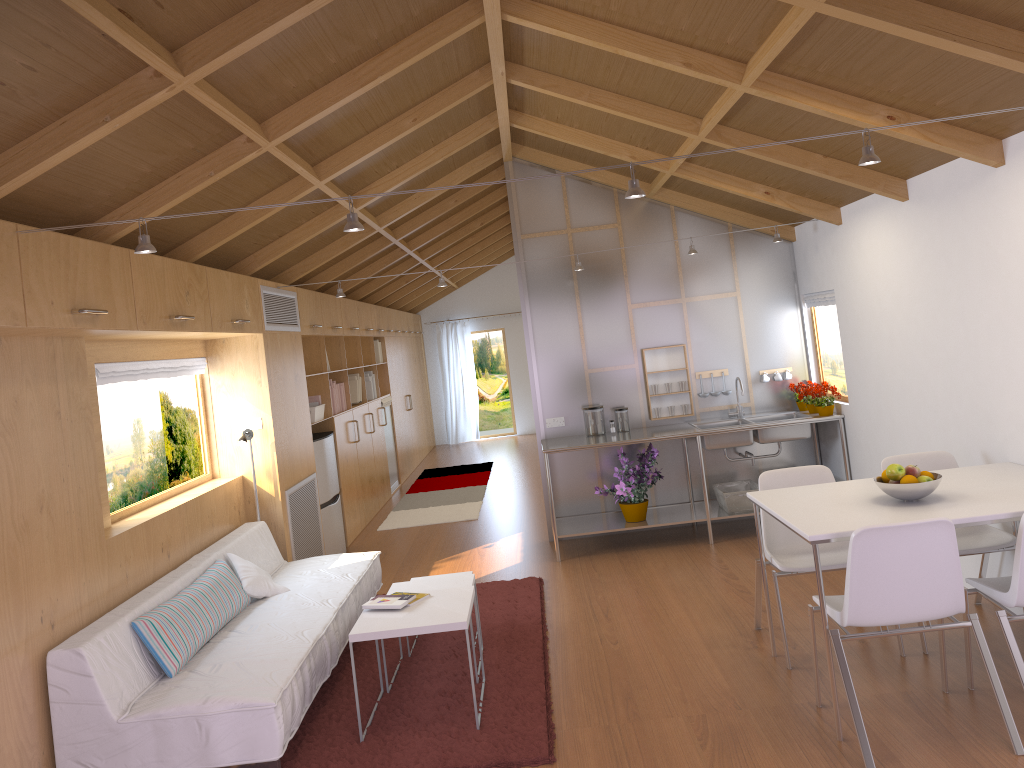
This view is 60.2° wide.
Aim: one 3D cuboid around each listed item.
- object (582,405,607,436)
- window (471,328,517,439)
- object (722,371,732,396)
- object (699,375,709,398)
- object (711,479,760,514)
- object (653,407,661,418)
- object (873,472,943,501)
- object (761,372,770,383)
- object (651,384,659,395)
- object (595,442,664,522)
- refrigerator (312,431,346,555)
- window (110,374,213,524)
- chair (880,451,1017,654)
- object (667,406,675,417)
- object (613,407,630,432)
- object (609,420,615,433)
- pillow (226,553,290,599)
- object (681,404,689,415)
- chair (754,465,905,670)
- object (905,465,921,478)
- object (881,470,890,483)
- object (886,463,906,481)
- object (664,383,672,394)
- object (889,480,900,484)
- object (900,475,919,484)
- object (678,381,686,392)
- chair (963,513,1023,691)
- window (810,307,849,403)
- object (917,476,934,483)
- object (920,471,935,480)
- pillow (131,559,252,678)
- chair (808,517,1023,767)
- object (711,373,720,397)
[{"bbox_3d":[0.623,0.276,6.677,0.171,0.216,0.172,-7,0,15],"label":"object"},{"bbox_3d":[-0.454,0.000,14.712,0.874,1.790,0.026,-7,-2,1],"label":"window"},{"bbox_3d":[1.629,-0.003,6.739,0.074,0.183,0.075,-7,-1,33],"label":"object"},{"bbox_3d":[1.458,0.017,6.741,0.074,0.183,0.075,-7,-1,33],"label":"object"},{"bbox_3d":[1.635,0.816,6.375,0.298,0.159,0.414,-7,2,1],"label":"object"},{"bbox_3d":[1.114,0.221,6.742,0.061,0.077,0.061,-7,0,13],"label":"object"},{"bbox_3d":[1.584,0.418,3.529,0.253,0.090,0.256,-5,3,43],"label":"object"},{"bbox_3d":[1.936,-0.050,6.756,0.059,0.080,0.062,-7,0,1],"label":"object"},{"bbox_3d":[1.093,0.044,6.747,0.061,0.077,0.061,-7,0,13],"label":"object"},{"bbox_3d":[0.864,0.708,6.346,0.525,0.554,0.350,-7,0,-8],"label":"object"},{"bbox_3d":[-1.537,0.914,7.092,0.261,0.989,0.713,-7,0,1],"label":"refrigerator"},{"bbox_3d":[-2.017,0.261,5.001,0.035,0.791,1.496,-7,2,1],"label":"window"},{"bbox_3d":[2.003,0.738,4.112,0.531,0.787,0.546,-7,0,1],"label":"chair"},{"bbox_3d":[1.217,0.208,6.741,0.061,0.077,0.061,-7,0,-25],"label":"object"},{"bbox_3d":[0.834,0.272,6.693,0.113,0.177,0.113,-7,0,22],"label":"object"},{"bbox_3d":[0.749,0.316,6.597,0.037,0.093,0.037,-7,-1,16],"label":"object"},{"bbox_3d":[-1.375,1.023,4.765,0.268,0.252,0.344,-7,1,-35],"label":"pillow"},{"bbox_3d":[1.320,0.196,6.739,0.061,0.077,0.061,-7,0,-25],"label":"object"},{"bbox_3d":[1.413,0.808,4.120,0.531,0.787,0.546,-7,0,1],"label":"chair"},{"bbox_3d":[1.596,0.355,3.527,0.063,0.067,0.062,-6,0,39],"label":"object"},{"bbox_3d":[1.541,0.379,3.602,0.068,0.068,0.067,-7,1,-23],"label":"object"},{"bbox_3d":[1.522,0.350,3.507,0.070,0.069,0.077,-7,1,1],"label":"object"},{"bbox_3d":[1.196,0.032,6.746,0.061,0.077,0.061,-7,0,-25],"label":"object"},{"bbox_3d":[1.547,0.408,3.535,0.080,0.089,0.077,-7,0,-40],"label":"object"},{"bbox_3d":[1.558,0.390,3.466,0.068,0.068,0.067,-7,1,-23],"label":"object"},{"bbox_3d":[1.299,0.020,6.745,0.061,0.077,0.061,-7,0,-25],"label":"object"},{"bbox_3d":[1.988,0.783,3.204,0.531,0.787,0.546,-7,0,1],"label":"chair"},{"bbox_3d":[2.320,-0.277,6.389,0.026,0.796,0.724,-7,0,1],"label":"window"},{"bbox_3d":[1.624,0.395,3.480,0.070,0.069,0.077,-7,1,1],"label":"object"},{"bbox_3d":[1.656,0.382,3.542,0.068,0.066,0.067,-7,1,-45],"label":"object"},{"bbox_3d":[-1.461,1.065,4.142,0.171,0.252,1.042,-7,3,1],"label":"pillow"},{"bbox_3d":[1.397,0.853,3.212,0.531,0.787,0.546,-7,0,1],"label":"chair"},{"bbox_3d":[1.544,0.007,6.740,0.074,0.183,0.075,-7,-1,33],"label":"object"}]
